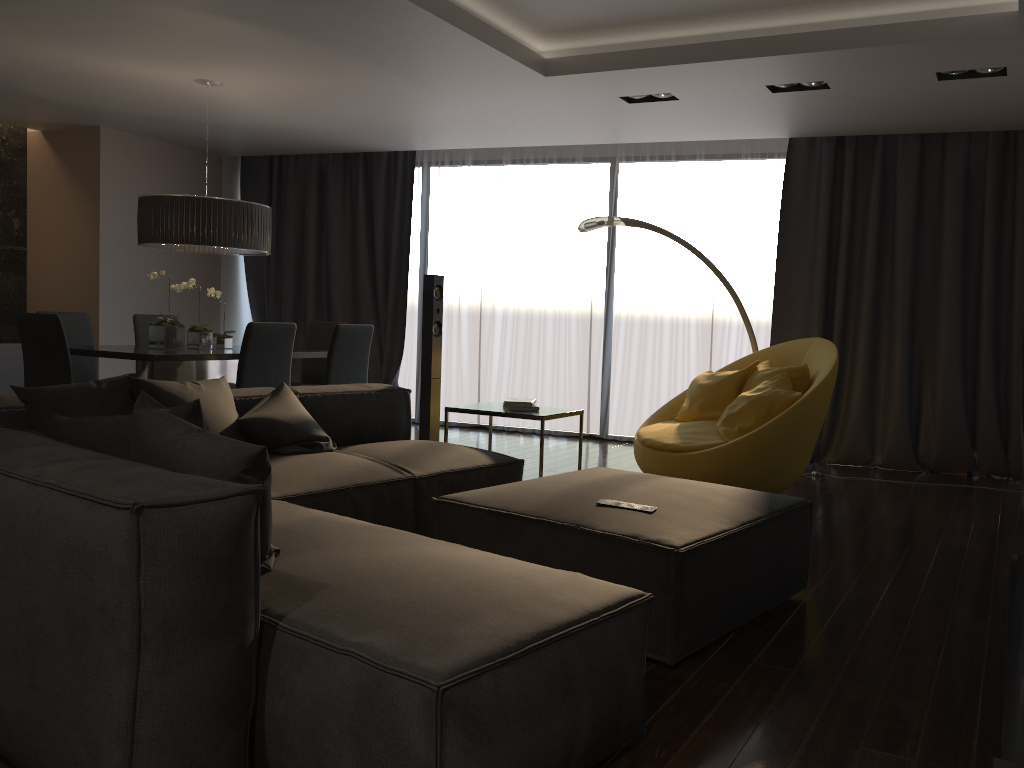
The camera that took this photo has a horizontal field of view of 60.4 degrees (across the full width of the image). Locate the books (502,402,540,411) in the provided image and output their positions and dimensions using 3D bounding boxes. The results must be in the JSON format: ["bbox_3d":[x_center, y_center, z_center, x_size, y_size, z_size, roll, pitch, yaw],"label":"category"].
[{"bbox_3d":[0.046,0.121,4.719,0.167,0.023,0.226,2,4,-12],"label":"books"}]

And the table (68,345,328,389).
[{"bbox_3d":[-2.037,0.145,5.878,0.995,0.759,1.674,4,5,29],"label":"table"}]

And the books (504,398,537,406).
[{"bbox_3d":[0.045,0.097,4.732,0.154,0.022,0.207,3,4,5],"label":"books"}]

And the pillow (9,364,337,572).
[{"bbox_3d":[-1.198,0.169,2.909,1.076,0.430,2.063,2,4,-8],"label":"pillow"}]

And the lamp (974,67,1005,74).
[{"bbox_3d":[2.627,-1.757,4.838,0.167,0.077,0.186,6,5,40],"label":"lamp"}]

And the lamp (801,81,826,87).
[{"bbox_3d":[1.796,-1.821,5.244,0.167,0.077,0.186,6,5,40],"label":"lamp"}]

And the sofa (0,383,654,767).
[{"bbox_3d":[-0.548,0.438,3.055,2.594,0.703,2.618,6,5,38],"label":"sofa"}]

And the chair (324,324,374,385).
[{"bbox_3d":[-1.275,0.072,5.900,0.547,0.964,0.447,4,4,27],"label":"chair"}]

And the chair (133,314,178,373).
[{"bbox_3d":[-2.444,-0.018,6.471,0.547,0.964,0.447,4,4,27],"label":"chair"}]

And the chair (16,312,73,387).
[{"bbox_3d":[-2.495,0.079,5.122,0.409,0.964,0.597,4,4,29],"label":"chair"}]

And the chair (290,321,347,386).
[{"bbox_3d":[-1.587,0.004,6.653,0.409,0.964,0.597,4,4,29],"label":"chair"}]

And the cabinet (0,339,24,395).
[{"bbox_3d":[-4.182,-0.658,3.715,4.256,2.498,7.230,4,5,29],"label":"cabinet"}]

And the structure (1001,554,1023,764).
[{"bbox_3d":[1.648,0.039,2.376,0.459,1.765,3.015,4,4,30],"label":"structure"}]

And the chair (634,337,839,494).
[{"bbox_3d":[1.344,0.198,5.385,1.150,1.004,1.501,2,4,-5],"label":"chair"}]

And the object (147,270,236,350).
[{"bbox_3d":[-2.123,-0.485,5.783,0.298,0.500,0.598,4,4,26],"label":"object"}]

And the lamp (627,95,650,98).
[{"bbox_3d":[0.812,-1.897,5.724,0.170,0.077,0.184,4,4,23],"label":"lamp"}]

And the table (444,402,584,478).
[{"bbox_3d":[0.009,0.411,4.748,0.575,0.562,0.470,4,4,27],"label":"table"}]

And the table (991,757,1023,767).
[{"bbox_3d":[0.575,0.734,0.655,0.431,0.562,0.628,4,4,29],"label":"table"}]

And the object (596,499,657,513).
[{"bbox_3d":[0.387,0.412,2.976,0.199,0.015,0.053,4,5,26],"label":"object"}]

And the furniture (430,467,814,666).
[{"bbox_3d":[0.440,0.589,3.332,1.037,0.439,1.156,5,5,38],"label":"furniture"}]

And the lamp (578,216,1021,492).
[{"bbox_3d":[2.563,-0.199,6.186,4.200,1.778,0.586,3,3,4],"label":"lamp"}]

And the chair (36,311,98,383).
[{"bbox_3d":[-2.809,0.013,5.837,0.547,0.964,0.447,4,4,27],"label":"chair"}]

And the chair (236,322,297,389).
[{"bbox_3d":[-1.640,0.103,5.266,0.547,0.964,0.447,4,4,27],"label":"chair"}]

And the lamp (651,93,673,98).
[{"bbox_3d":[0.967,-1.885,5.649,0.167,0.077,0.186,6,5,40],"label":"lamp"}]

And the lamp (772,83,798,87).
[{"bbox_3d":[1.641,-1.833,5.319,0.187,0.077,0.167,-1,6,-43],"label":"lamp"}]

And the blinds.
[{"bbox_3d":[0.656,-0.930,7.597,7.252,2.891,0.773,4,4,18],"label":"blinds"}]

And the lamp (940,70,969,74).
[{"bbox_3d":[2.472,-1.769,4.913,0.187,0.077,0.167,-1,6,-43],"label":"lamp"}]

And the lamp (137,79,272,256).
[{"bbox_3d":[-2.002,-1.432,5.780,0.846,1.102,0.763,-1,5,-38],"label":"lamp"}]
